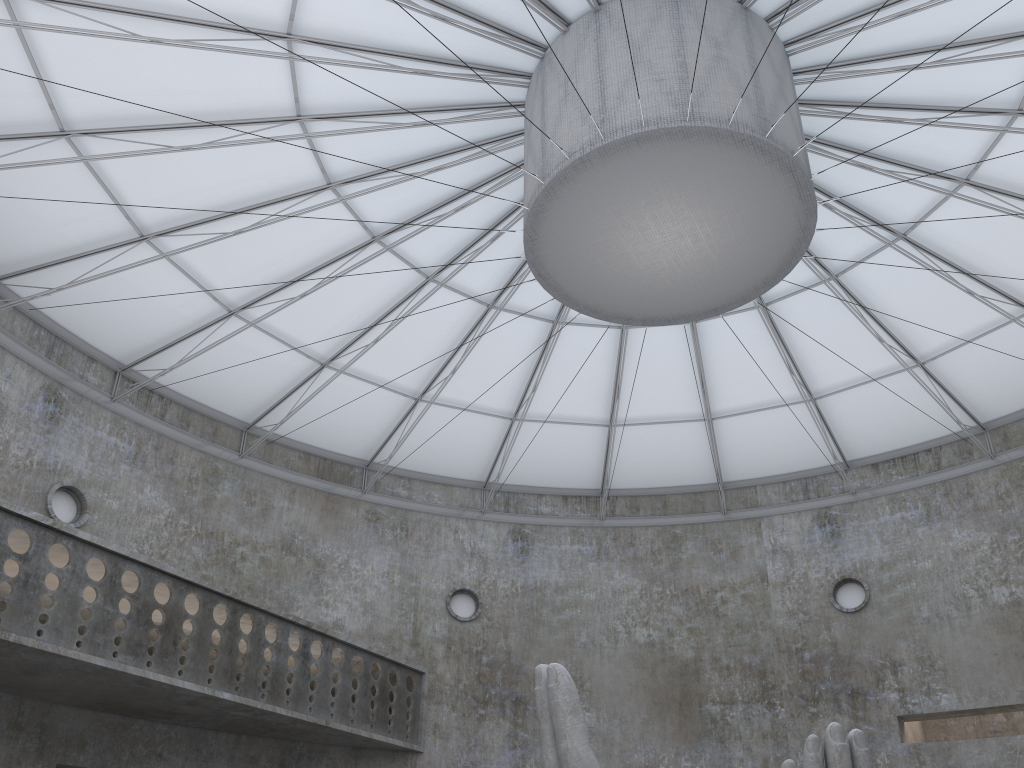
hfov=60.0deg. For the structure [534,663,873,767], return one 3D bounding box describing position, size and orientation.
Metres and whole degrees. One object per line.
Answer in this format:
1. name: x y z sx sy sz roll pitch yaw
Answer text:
1. structure: 5.433 6.874 13.748 10.735 5.571 15.999 7 -31 -10
